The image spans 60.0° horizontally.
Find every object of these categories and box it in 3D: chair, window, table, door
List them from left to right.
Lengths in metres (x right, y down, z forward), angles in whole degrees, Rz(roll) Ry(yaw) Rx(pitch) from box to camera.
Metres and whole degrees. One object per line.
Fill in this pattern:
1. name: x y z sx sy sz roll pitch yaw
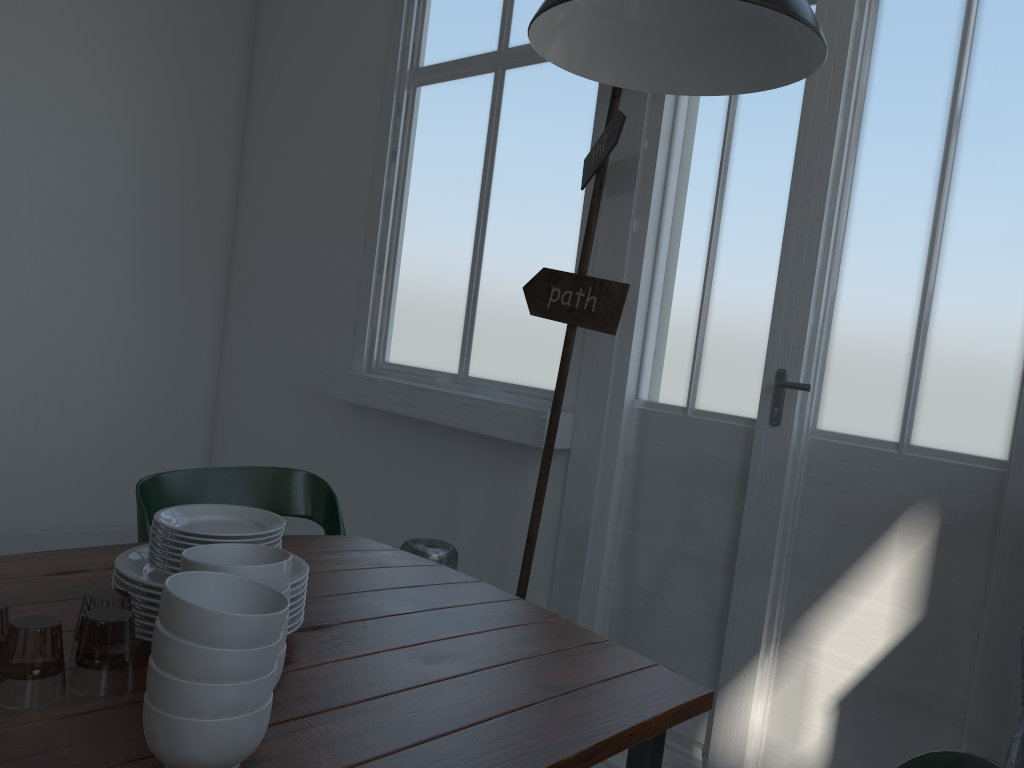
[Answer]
1. table: -0.623 0.854 1.333 1.169 0.931 1.696 10 4 43
2. chair: -0.694 0.773 2.425 0.729 1.007 0.651 10 4 36
3. window: -0.162 -1.037 3.716 0.254 2.401 1.479 4 5 -44
4. chair: 0.266 0.956 1.057 0.729 1.007 0.651 9 4 26
5. door: 0.831 -0.309 2.646 0.254 3.484 1.607 4 5 -44

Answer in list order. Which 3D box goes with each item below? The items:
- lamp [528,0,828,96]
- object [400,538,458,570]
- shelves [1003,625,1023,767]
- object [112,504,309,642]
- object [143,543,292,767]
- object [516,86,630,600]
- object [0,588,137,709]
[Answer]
1. lamp: 0.450 -1.478 1.915 0.650 1.501 0.649 7 3 1
2. object: -0.333 0.917 3.139 0.450 0.726 0.450 9 4 26
3. shelves: 1.270 0.779 1.635 0.679 1.517 0.512 4 5 -44
4. object: -0.485 0.311 1.440 0.300 0.195 0.305 7 3 -8
5. object: -0.360 0.331 1.110 0.150 0.217 0.308 7 3 -12
6. object: 0.256 -0.383 3.058 0.361 3.425 0.412 6 4 -12
7. object: -0.622 0.352 1.202 0.241 0.098 0.171 5 4 -40
